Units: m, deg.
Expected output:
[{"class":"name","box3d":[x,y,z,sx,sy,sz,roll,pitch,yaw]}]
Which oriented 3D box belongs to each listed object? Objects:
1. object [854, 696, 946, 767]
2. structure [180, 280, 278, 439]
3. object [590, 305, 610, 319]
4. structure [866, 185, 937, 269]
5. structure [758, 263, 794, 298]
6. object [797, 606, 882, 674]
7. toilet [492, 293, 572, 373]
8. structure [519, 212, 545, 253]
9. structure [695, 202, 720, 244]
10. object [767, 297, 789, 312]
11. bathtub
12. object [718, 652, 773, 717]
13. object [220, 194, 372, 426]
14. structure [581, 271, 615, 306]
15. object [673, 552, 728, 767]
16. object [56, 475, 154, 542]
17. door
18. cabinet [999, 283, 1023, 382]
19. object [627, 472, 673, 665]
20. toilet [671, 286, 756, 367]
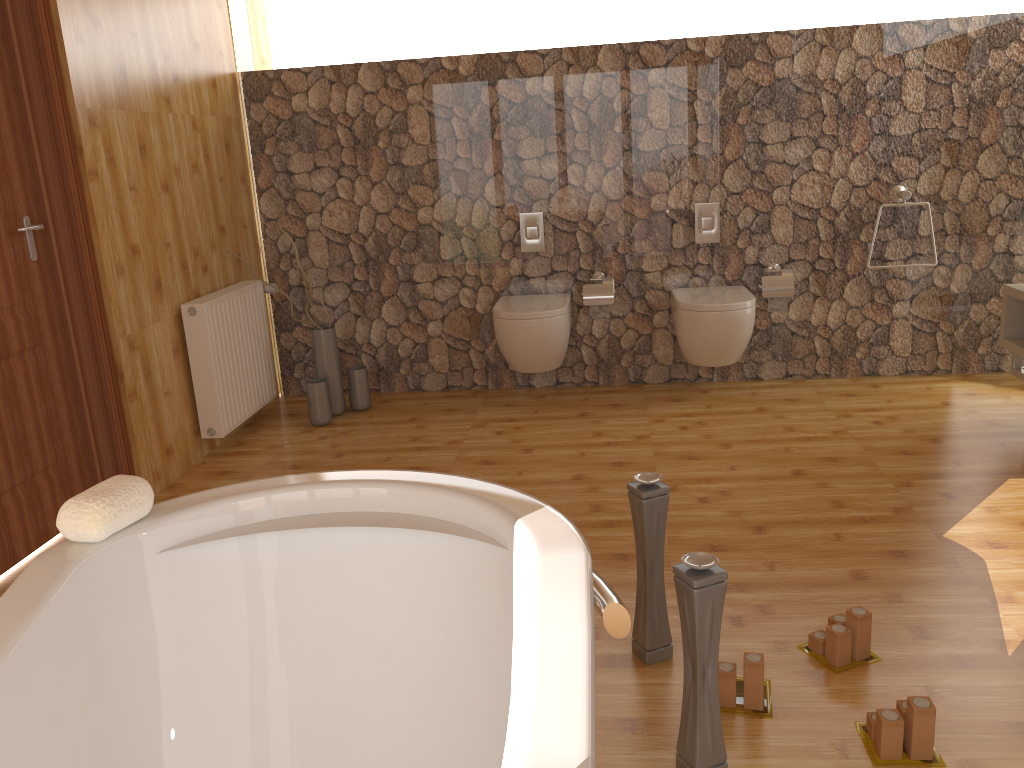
[{"class":"object","box3d":[0.807,0.694,1.845,0.141,0.131,0.141,-2,15,6]},{"class":"structure","box3d":[-1.281,-0.148,4.200,0.150,0.600,0.745,-2,15,7]},{"class":"object","box3d":[0.444,-0.411,4.505,0.098,0.151,0.090,-2,15,7]},{"class":"structure","box3d":[1.882,-0.762,4.293,0.332,0.387,0.133,-2,15,7]},{"class":"structure","box3d":[1.308,-0.516,4.410,0.170,0.151,0.154,-2,15,7]},{"class":"object","box3d":[0.806,0.604,2.182,0.141,0.131,0.141,-9,16,-21]},{"class":"toilet","box3d":[0.107,-0.237,4.426,0.371,0.337,0.507,-2,15,7]},{"class":"structure","box3d":[0.103,-0.776,4.538,0.120,0.200,0.010,-2,15,7]},{"class":"structure","box3d":[0.978,-0.806,4.438,0.120,0.200,0.010,-2,15,7]},{"class":"object","box3d":[1.316,-0.440,4.405,0.098,0.151,0.090,-2,15,7]},{"class":"bathtub","box3d":[-0.383,0.625,0.884,0.977,0.900,1.946,-1,15,9]},{"class":"object","box3d":[0.524,0.660,2.038,0.141,0.131,0.141,0,15,14]},{"class":"object","box3d":[-1.015,-0.347,4.259,0.277,1.123,0.658,5,17,28]},{"class":"structure","box3d":[0.435,-0.487,4.509,0.170,0.151,0.154,-2,15,7]},{"class":"object","box3d":[0.374,0.566,1.755,0.080,0.478,0.080,-10,16,-21]},{"class":"object","box3d":[-0.665,0.204,1.458,0.105,0.077,0.166,0,15,14]},{"class":"door","box3d":[-1.699,-0.382,2.764,0.106,2.001,0.823,-2,15,6]},{"class":"cabinet","box3d":[2.285,-0.008,3.268,0.517,0.570,1.136,-2,15,7]},{"class":"object","box3d":[1.115,-0.103,1.281,0.347,1.921,2.276,-16,19,-39]},{"class":"toilet","box3d":[0.982,-0.266,4.326,0.371,0.337,0.507,-2,15,7]}]
